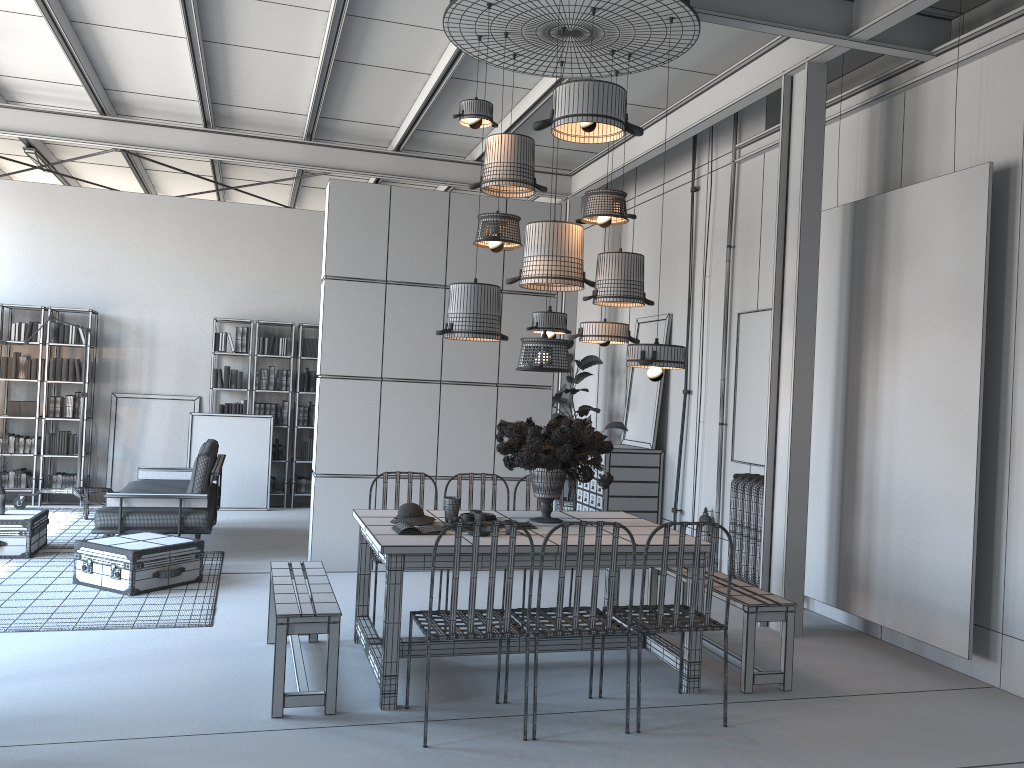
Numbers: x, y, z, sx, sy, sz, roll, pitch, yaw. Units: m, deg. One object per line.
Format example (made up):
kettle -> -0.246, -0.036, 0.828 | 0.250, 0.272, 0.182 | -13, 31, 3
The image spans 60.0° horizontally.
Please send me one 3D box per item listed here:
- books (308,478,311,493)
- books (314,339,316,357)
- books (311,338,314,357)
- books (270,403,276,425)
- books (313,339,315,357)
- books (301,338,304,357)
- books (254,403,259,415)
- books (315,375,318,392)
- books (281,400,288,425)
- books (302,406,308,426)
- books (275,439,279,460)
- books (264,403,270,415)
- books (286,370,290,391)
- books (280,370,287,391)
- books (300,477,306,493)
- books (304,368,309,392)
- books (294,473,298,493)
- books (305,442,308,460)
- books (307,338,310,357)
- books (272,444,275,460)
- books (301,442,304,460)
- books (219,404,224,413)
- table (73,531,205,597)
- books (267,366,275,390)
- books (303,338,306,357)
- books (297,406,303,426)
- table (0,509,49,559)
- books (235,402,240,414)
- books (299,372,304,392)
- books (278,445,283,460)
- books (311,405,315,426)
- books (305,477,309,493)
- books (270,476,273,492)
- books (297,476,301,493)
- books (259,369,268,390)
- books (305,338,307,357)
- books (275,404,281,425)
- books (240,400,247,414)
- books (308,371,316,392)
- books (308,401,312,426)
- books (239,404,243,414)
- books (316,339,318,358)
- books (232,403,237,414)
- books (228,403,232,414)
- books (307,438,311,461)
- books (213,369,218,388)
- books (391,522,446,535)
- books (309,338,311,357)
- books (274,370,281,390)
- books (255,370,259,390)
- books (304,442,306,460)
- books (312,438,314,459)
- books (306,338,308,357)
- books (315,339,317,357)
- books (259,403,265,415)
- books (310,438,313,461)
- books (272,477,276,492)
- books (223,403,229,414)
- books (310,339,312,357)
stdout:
books -> -2.523, 1.266, 11.077 | 0.040, 0.176, 0.242 | 3, -1, -16
books -> -2.450, -0.444, 11.001 | 0.016, 0.240, 0.182 | 3, -1, -16
books -> -2.480, -0.445, 10.992 | 0.016, 0.240, 0.182 | 3, -1, -16
books -> -2.966, 0.373, 10.977 | 0.062, 0.265, 0.193 | 3, -1, -16
books -> -2.465, -0.444, 10.997 | 0.016, 0.240, 0.182 | 3, -1, -16
books -> -2.585, -0.450, 10.961 | 0.016, 0.240, 0.182 | 3, -1, -16
books -> -3.153, 0.364, 10.924 | 0.062, 0.265, 0.193 | 3, -1, -16
books -> -2.454, -0.003, 11.119 | 0.022, 0.227, 0.165 | 3, -1, -16
books -> -2.831, 0.359, 11.037 | 0.071, 0.303, 0.222 | 3, -1, -16
books -> -2.585, 0.403, 11.080 | 0.057, 0.244, 0.178 | 3, -1, -16
books -> -2.908, 0.810, 10.955 | 0.036, 0.244, 0.302 | 3, -1, -16
books -> -3.032, 0.370, 10.970 | 0.062, 0.265, 0.193 | 3, -1, -16
books -> -2.766, -0.041, 10.984 | 0.062, 0.265, 0.193 | 3, -1, -16
books -> -2.824, -0.044, 10.954 | 0.062, 0.265, 0.193 | 3, -1, -16
books -> -2.610, 1.257, 11.060 | 0.056, 0.185, 0.260 | 3, -1, -16
books -> -2.569, -0.050, 11.074 | 0.038, 0.304, 0.224 | 3, -1, -16
books -> -2.698, 1.234, 11.040 | 0.033, 0.223, 0.275 | 3, -1, -16
books -> -2.553, 0.832, 11.013 | 0.022, 0.227, 0.165 | 3, -1, -16
books -> -2.525, -0.447, 10.979 | 0.016, 0.240, 0.182 | 3, -1, -16
books -> -2.949, 0.840, 10.933 | 0.048, 0.180, 0.257 | 3, -1, -16
books -> -2.596, 0.830, 11.000 | 0.022, 0.227, 0.165 | 3, -1, -16
books -> -3.535, 0.359, 10.763 | 0.053, 0.229, 0.162 | 3, -1, -19
table -> -2.757, 1.331, 6.597 | 0.706, 0.330, 0.667 | 2, -1, 29
books -> -2.969, -0.072, 10.933 | 0.071, 0.303, 0.222 | 3, -1, -16
books -> -2.570, -0.450, 10.966 | 0.016, 0.240, 0.182 | 3, -1, -16
books -> -2.645, 0.400, 11.074 | 0.057, 0.244, 0.178 | 3, -1, -16
table -> -4.333, 1.263, 7.458 | 0.667, 0.330, 0.706 | 3, -1, -16
books -> -3.362, 0.354, 10.831 | 0.027, 0.258, 0.189 | 3, -1, -26
books -> -2.637, -0.021, 11.099 | 0.057, 0.244, 0.180 | 3, -1, -16
books -> -2.860, 0.845, 10.965 | 0.061, 0.177, 0.246 | 3, -1, -17
books -> -2.472, 0.398, 11.122 | 0.091, 0.265, 0.193 | 3, -1, -16
books -> -2.561, 1.263, 11.065 | 0.040, 0.176, 0.242 | 3, -1, -16
books -> -2.994, 1.238, 10.968 | 0.056, 0.185, 0.260 | 3, -1, -16
books -> -2.660, 1.255, 11.051 | 0.047, 0.184, 0.271 | 3, -1, -16
books -> -3.051, -0.055, 10.888 | 0.091, 0.265, 0.193 | 3, -1, -16
books -> -2.555, -0.449, 10.970 | 0.016, 0.240, 0.182 | 3, -1, -16
books -> -2.904, 0.377, 11.017 | 0.084, 0.267, 0.193 | 3, -1, -17
books -> -3.286, 0.341, 10.865 | 0.048, 0.299, 0.243 | 3, -1, -26
books -> -2.514, -0.026, 11.127 | 0.091, 0.266, 0.195 | 3, -1, -16
books -> -2.541, 0.374, 11.138 | 0.038, 0.303, 0.222 | 3, -1, -16
books -> -3.334, 0.364, 10.845 | 0.030, 0.241, 0.194 | 3, -1, -30
books -> -2.420, -0.442, 11.010 | 0.016, 0.240, 0.182 | 3, -1, -16
books -> -3.401, 0.357, 10.818 | 0.054, 0.248, 0.180 | 3, -1, -26
books -> -3.446, 0.356, 10.802 | 0.029, 0.243, 0.168 | 3, -1, -31
books -> -2.527, 0.809, 11.020 | 0.027, 0.278, 0.202 | 3, -1, -16
books -> -3.605, -0.065, 10.773 | 0.057, 0.242, 0.178 | 3, -1, -16
books -> -0.493, 0.761, 4.680 | 0.249, 0.041, 0.202 | 3, -1, -18
books -> -2.510, -0.447, 10.983 | 0.016, 0.240, 0.182 | 3, -1, -16
books -> -2.899, -0.046, 10.955 | 0.084, 0.267, 0.193 | 3, -1, -15
books -> -3.131, -0.048, 10.867 | 0.057, 0.244, 0.178 | 3, -1, -16
books -> -2.575, 0.831, 11.007 | 0.022, 0.227, 0.165 | 3, -1, -16
books -> -2.475, 0.812, 11.036 | 0.027, 0.278, 0.202 | 3, -1, -16
books -> -2.540, -0.448, 10.975 | 0.016, 0.240, 0.182 | 3, -1, -16
books -> -2.435, -0.443, 11.006 | 0.016, 0.240, 0.182 | 3, -1, -16
books -> -3.092, 0.367, 10.947 | 0.062, 0.265, 0.193 | 3, -1, -16
books -> -2.502, 0.811, 11.029 | 0.027, 0.278, 0.202 | 3, -1, -16
books -> -2.945, 1.244, 10.973 | 0.040, 0.176, 0.242 | 3, -1, -16
books -> -3.484, 0.353, 10.784 | 0.043, 0.245, 0.170 | 3, -1, -26
books -> -2.495, -0.446, 10.988 | 0.016, 0.240, 0.182 | 3, -1, -16
